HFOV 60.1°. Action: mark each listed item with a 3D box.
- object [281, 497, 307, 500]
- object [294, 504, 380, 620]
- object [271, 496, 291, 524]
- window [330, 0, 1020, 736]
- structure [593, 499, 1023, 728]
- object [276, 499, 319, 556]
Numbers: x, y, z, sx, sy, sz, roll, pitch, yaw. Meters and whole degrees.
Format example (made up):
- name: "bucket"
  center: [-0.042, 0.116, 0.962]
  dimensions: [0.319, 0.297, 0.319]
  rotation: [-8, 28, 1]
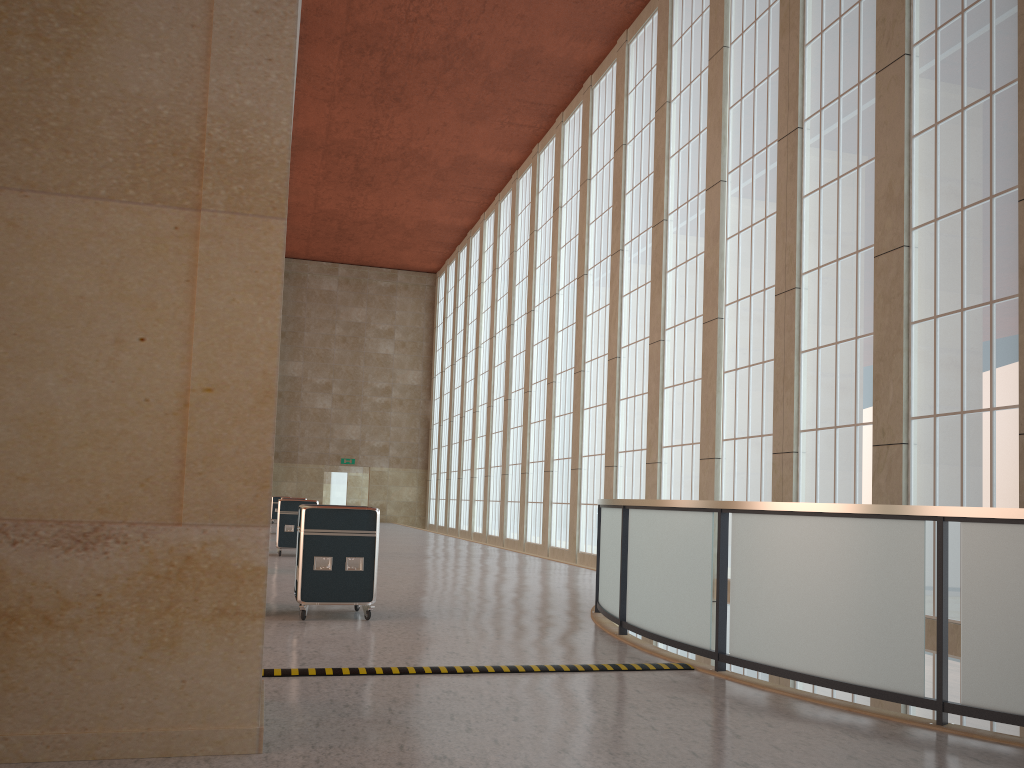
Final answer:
- name: "object"
  center: [-9.282, 5.579, 37.449]
  dimensions: [1.056, 1.534, 1.278]
  rotation: [3, -6, -15]
- name: "object"
  center: [-2.485, 2.485, 12.474]
  dimensions: [1.056, 1.534, 1.278]
  rotation: [3, -6, -15]
- name: "object"
  center: [-13.046, 7.118, 49.976]
  dimensions: [1.056, 1.534, 1.278]
  rotation: [3, -6, -15]
- name: "window"
  center: [-9.593, 8.212, 74.808]
  dimensions: [0.010, 28.495, 165.720]
  rotation: [3, -8, -15]
- name: "structure"
  center: [4.235, 2.386, 10.661]
  dimensions: [5.255, 1.786, 13.130]
  rotation: [6, -8, -25]
- name: "object"
  center: [-5.935, 3.953, 24.388]
  dimensions: [1.056, 1.534, 1.278]
  rotation: [3, -6, -15]
